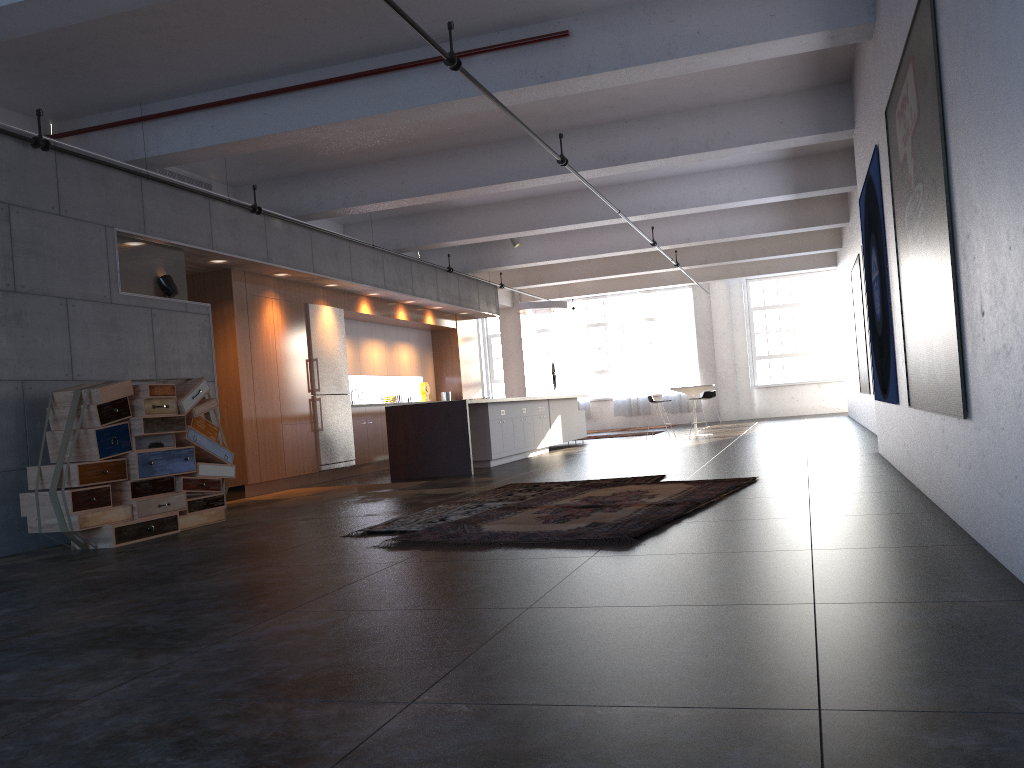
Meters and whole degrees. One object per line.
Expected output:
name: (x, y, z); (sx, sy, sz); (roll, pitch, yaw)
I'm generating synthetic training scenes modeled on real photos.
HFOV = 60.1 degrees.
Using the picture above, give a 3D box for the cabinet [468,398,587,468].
cabinet: (0.173, 0.763, 15.216); (0.912, 0.930, 5.714); (-5, -2, 18)

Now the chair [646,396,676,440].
chair: (2.797, 0.661, 16.776); (0.507, 0.895, 0.462); (-5, 0, -6)

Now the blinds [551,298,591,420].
blinds: (1.611, -0.784, 24.965); (1.021, 3.674, 0.365); (-5, 0, 16)

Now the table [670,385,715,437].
table: (3.483, 0.519, 16.914); (0.819, 0.951, 0.838); (-5, -1, 17)

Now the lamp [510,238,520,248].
lamp: (0.034, -2.564, 15.755); (0.222, 0.287, 0.132); (-5, 0, 0)

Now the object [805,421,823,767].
object: (-1.840, 1.437, 11.983); (19.522, 0.001, 27.517); (-5, -2, 18)

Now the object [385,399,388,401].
object: (-2.148, 0.272, 15.127); (0.053, 0.054, 0.061); (-5, -1, 8)

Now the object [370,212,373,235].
object: (-2.049, 0.260, 15.176); (0.065, 0.053, 0.050); (-4, -1, -35)

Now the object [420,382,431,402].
object: (-1.598, 0.154, 16.413); (0.098, 0.381, 0.277); (-5, -1, 18)

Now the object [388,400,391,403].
object: (-2.086, 0.295, 15.106); (0.052, 0.053, 0.062); (-5, -1, -1)

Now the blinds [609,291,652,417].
blinds: (3.216, -0.938, 24.490); (1.026, 3.697, 0.342); (-5, 0, 13)

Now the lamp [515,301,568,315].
lamp: (0.465, -1.481, 17.320); (1.024, 0.130, 1.062); (-4, -2, -26)

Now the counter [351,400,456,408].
counter: (-2.416, 0.394, 15.263); (1.589, 0.039, 4.512); (-5, -2, 18)

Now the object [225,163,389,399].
object: (-2.134, 0.222, 15.118); (0.051, 0.060, 0.058); (-4, -1, -38)

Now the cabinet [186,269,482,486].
cabinet: (-3.045, 0.009, 14.653); (2.352, 2.562, 8.200); (-5, -1, 18)

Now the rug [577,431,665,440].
rug: (1.920, 1.188, 19.942); (2.852, 0.029, 1.876); (-5, -2, 17)

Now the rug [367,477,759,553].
rug: (0.638, 0.915, 6.627); (1.846, 0.048, 3.581); (-5, -2, 27)

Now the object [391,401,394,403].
object: (-1.260, -0.851, 16.282); (0.056, 2.309, 2.975); (-5, -1, 36)

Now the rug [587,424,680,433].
rug: (2.798, 1.226, 23.582); (3.096, 0.009, 1.835); (-5, -2, 16)

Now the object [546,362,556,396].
object: (1.022, 0.405, 23.046); (1.167, 1.919, 1.068); (-5, 0, 17)

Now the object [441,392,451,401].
object: (-1.263, 0.243, 16.987); (0.193, 0.170, 0.188); (-4, -1, -24)

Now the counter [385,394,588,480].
counter: (-0.033, 0.734, 14.631); (1.129, 0.971, 6.733); (-5, -2, 18)

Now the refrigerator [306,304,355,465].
refrigerator: (-2.585, 0.010, 12.435); (0.217, 2.190, 0.965); (-5, 0, 15)

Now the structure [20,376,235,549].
structure: (-3.082, 0.607, 7.417); (0.631, 1.315, 1.935); (-5, -1, 18)

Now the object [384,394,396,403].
object: (-5.522, 0.905, 9.547); (0.933, 1.214, 13.411); (-5, -2, 29)

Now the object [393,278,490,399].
object: (-2.018, 0.220, 15.190); (0.056, 0.060, 0.054); (-5, -1, 40)

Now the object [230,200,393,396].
object: (-2.052, 0.220, 15.230); (0.062, 0.051, 0.053); (-5, -1, 9)

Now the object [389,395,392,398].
object: (-3.228, -0.882, 10.334); (0.058, 2.164, 9.984); (-5, -1, 12)

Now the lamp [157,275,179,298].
lamp: (-3.411, -0.951, 8.748); (0.212, 0.258, 0.171); (-5, -1, -2)

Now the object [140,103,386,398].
object: (-2.155, 0.238, 15.181); (0.052, 0.053, 0.062); (-4, -1, -25)

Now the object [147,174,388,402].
object: (-2.124, 0.283, 15.185); (0.052, 0.053, 0.061); (-4, -1, -30)

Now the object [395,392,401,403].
object: (-2.040, 0.255, 15.879); (0.059, 0.209, 0.146); (-5, -1, 18)

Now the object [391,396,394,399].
object: (-2.723, -0.867, 11.770); (0.053, 2.168, 6.915); (-5, -1, 10)

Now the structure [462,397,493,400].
structure: (-0.568, 0.263, 13.793); (0.506, 0.072, 0.647); (-5, -2, 17)

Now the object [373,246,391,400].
object: (-2.069, 0.266, 15.228); (0.051, 0.053, 0.063); (-5, -1, 24)

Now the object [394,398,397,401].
object: (-5.230, -0.704, 10.122); (0.061, 2.209, 12.028); (-5, -1, 32)

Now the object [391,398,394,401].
object: (-2.013, -0.864, 13.937); (0.053, 2.228, 2.402); (-5, -1, -6)

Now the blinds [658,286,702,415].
blinds: (4.513, -1.059, 24.119); (1.019, 3.750, 0.345); (-5, 0, 14)

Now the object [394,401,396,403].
object: (-2.022, 0.312, 15.166); (0.061, 0.053, 0.053); (-5, -1, 5)

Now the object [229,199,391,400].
object: (-2.560, -0.863, 12.364); (0.056, 2.189, 5.665); (-5, -1, 8)

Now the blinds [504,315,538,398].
blinds: (0.198, -0.659, 25.407); (1.015, 3.713, 0.318); (-5, 0, 15)
